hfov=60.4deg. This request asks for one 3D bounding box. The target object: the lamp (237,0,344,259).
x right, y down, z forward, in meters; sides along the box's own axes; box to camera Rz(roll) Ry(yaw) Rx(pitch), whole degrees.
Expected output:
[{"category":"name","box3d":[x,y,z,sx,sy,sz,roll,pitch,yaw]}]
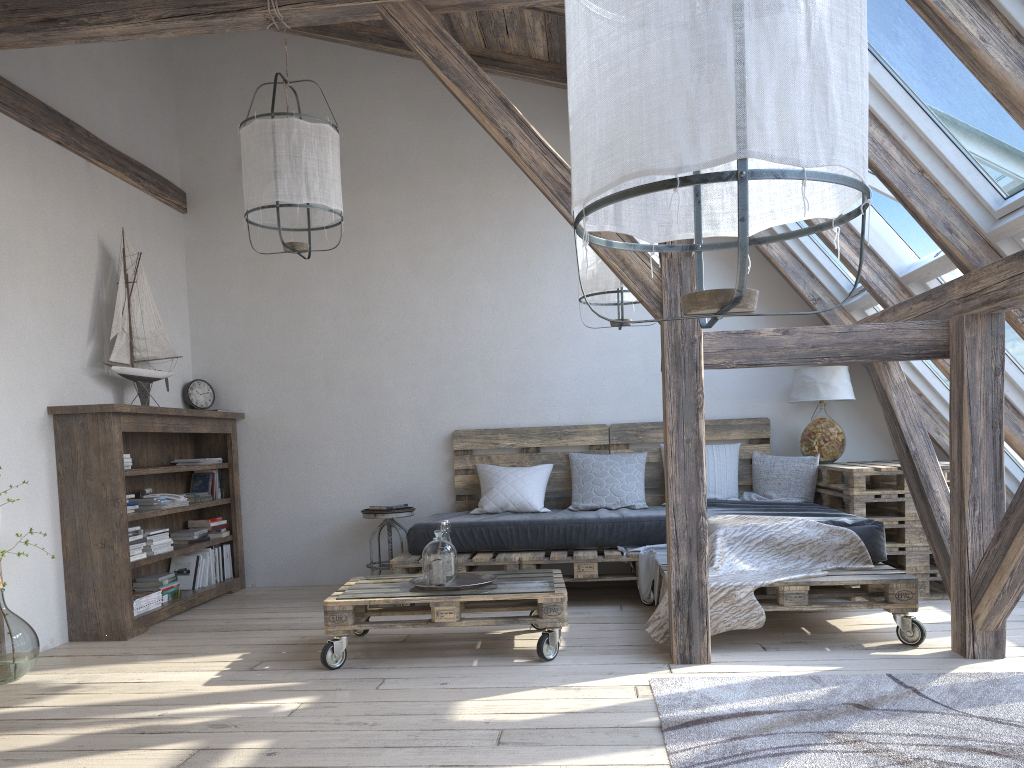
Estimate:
[{"category":"lamp","box3d":[-0.927,-1.090,3.653,0.398,1.088,0.407,-5,4,-44]}]

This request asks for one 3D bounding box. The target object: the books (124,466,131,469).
[{"category":"books","box3d":[-2.098,0.438,4.556,0.157,0.017,0.219,-2,-4,0]}]

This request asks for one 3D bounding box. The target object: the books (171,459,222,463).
[{"category":"books","box3d":[-2.002,0.488,5.592,0.205,0.009,0.258,-3,-4,11]}]

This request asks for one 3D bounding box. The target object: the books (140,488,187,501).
[{"category":"books","box3d":[-1.997,0.639,5.052,0.221,0.088,0.261,-1,-3,-15]}]

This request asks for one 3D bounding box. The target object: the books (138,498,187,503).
[{"category":"books","box3d":[-2.014,0.665,5.012,0.205,0.009,0.258,-3,-4,11]}]

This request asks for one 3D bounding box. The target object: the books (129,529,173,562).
[{"category":"books","box3d":[-2.055,0.858,4.754,0.206,0.152,0.548,-2,-3,4]}]

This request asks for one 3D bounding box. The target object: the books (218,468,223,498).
[{"category":"books","box3d":[-1.978,0.656,5.803,0.136,0.201,0.021,-2,3,5]}]

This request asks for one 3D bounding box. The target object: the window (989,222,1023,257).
[{"category":"window","box3d":[2.343,-0.046,2.913,1.096,1.282,0.852,-2,1,5]}]

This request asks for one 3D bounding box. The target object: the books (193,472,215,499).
[{"category":"books","box3d":[-1.993,0.661,5.686,0.139,0.177,0.059,-2,3,3]}]

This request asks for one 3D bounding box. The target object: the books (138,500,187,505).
[{"category":"books","box3d":[-2.020,0.674,5.001,0.205,0.009,0.257,-4,-4,21]}]

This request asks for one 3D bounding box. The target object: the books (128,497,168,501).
[{"category":"books","box3d":[-2.033,0.648,4.999,0.205,0.009,0.257,-3,-4,16]}]

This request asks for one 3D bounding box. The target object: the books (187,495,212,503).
[{"category":"books","box3d":[-2.005,0.722,5.510,0.162,0.030,0.218,-3,-4,8]}]

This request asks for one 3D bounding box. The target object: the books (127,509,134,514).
[{"category":"books","box3d":[-2.081,0.671,4.604,0.139,0.020,0.185,-2,-4,0]}]

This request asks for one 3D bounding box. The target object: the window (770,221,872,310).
[{"category":"window","box3d":[1.455,-1.081,4.756,1.096,1.282,0.852,-2,1,5]}]

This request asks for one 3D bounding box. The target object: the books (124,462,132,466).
[{"category":"books","box3d":[-2.079,0.420,4.554,0.139,0.018,0.184,-3,-4,5]}]

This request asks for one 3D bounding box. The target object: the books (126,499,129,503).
[{"category":"books","box3d":[-2.082,0.612,4.594,0.132,0.021,0.199,0,-4,-29]}]

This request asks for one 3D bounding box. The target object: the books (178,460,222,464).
[{"category":"books","box3d":[-1.991,0.499,5.626,0.204,0.009,0.258,-2,-4,-4]}]

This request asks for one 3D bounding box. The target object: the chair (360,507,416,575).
[{"category":"chair","box3d":[-0.782,1.054,5.650,0.354,0.523,0.352,-2,1,8]}]

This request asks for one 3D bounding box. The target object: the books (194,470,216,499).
[{"category":"books","box3d":[-1.996,0.654,5.711,0.139,0.192,0.050,-2,3,4]}]

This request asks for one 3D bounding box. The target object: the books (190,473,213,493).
[{"category":"books","box3d":[-1.999,0.661,5.653,0.131,0.173,0.081,-2,2,5]}]

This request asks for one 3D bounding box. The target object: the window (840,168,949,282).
[{"category":"window","box3d":[1.426,-1.140,3.837,1.350,1.282,0.852,-2,1,5]}]

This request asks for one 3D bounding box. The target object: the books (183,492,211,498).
[{"category":"books","box3d":[-2.001,0.695,5.500,0.150,0.021,0.204,-3,-4,9]}]

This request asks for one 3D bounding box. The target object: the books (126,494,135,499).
[{"category":"books","box3d":[-2.084,0.593,4.599,0.139,0.018,0.184,-3,-4,5]}]

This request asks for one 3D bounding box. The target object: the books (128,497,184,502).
[{"category":"books","box3d":[-2.027,0.657,5.004,0.205,0.009,0.258,-3,-4,11]}]

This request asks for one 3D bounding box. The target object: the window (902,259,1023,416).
[{"category":"window","box3d":[2.419,0.011,3.828,1.096,1.282,0.852,-2,1,5]}]

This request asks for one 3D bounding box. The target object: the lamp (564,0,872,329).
[{"category":"lamp","box3d":[0.255,-1.041,1.190,0.405,1.904,0.400,-5,4,-44]}]

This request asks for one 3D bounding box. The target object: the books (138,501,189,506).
[{"category":"books","box3d":[-2.003,0.684,5.033,0.205,0.009,0.258,-3,-4,6]}]

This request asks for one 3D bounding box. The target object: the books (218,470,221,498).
[{"category":"books","box3d":[-1.988,0.662,5.784,0.139,0.186,0.020,-2,3,5]}]

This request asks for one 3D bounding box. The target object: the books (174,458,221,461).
[{"category":"books","box3d":[-1.997,0.480,5.603,0.204,0.009,0.258,-2,-4,1]}]

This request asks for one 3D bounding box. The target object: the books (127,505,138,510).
[{"category":"books","box3d":[-2.082,0.652,4.598,0.157,0.017,0.219,-3,-4,5]}]

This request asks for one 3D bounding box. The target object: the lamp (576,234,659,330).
[{"category":"lamp","box3d":[0.505,-1.039,4.288,0.405,1.524,0.400,-5,4,-44]}]

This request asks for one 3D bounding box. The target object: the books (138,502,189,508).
[{"category":"books","box3d":[-2.006,0.692,5.020,0.205,0.009,0.258,-3,-4,9]}]

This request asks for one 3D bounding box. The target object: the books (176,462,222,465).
[{"category":"books","box3d":[-1.991,0.507,5.612,0.204,0.009,0.258,-2,-4,-1]}]

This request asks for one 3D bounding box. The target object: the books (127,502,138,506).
[{"category":"books","box3d":[-2.084,0.632,4.589,0.146,0.020,0.208,-4,-4,20]}]

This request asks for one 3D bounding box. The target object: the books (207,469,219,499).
[{"category":"books","box3d":[-1.989,0.653,5.764,0.135,0.202,0.021,-2,3,5]}]

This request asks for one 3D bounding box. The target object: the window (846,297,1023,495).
[{"category":"window","box3d":[2.494,0.068,4.744,1.096,1.282,0.852,-2,1,5]}]

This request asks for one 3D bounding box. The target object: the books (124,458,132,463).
[{"category":"books","box3d":[-2.099,0.400,4.552,0.157,0.021,0.219,-3,-4,5]}]

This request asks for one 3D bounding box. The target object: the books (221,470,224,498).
[{"category":"books","box3d":[-1.984,0.665,5.833,0.139,0.186,0.020,-2,3,5]}]

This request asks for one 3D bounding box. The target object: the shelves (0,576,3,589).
[{"category":"shelves","box3d":[-2.210,0.961,2.805,0.331,0.450,1.602,-2,-3,5]}]

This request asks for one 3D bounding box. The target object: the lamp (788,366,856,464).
[{"category":"lamp","box3d":[1.867,0.562,5.598,0.389,1.290,0.821,-3,1,-10]}]

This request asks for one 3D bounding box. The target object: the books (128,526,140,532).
[{"category":"books","box3d":[-2.047,0.761,4.580,0.139,0.018,0.184,-3,-4,5]}]

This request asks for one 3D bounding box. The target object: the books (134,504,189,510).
[{"category":"books","box3d":[-2.006,0.700,5.012,0.205,0.009,0.258,-3,-4,13]}]

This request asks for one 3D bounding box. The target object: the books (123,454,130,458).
[{"category":"books","box3d":[-2.107,0.377,4.551,0.157,0.021,0.219,-3,-4,5]}]

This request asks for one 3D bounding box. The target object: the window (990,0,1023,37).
[{"category":"window","box3d":[1.228,-1.252,2.011,1.096,1.282,0.852,-2,1,5]}]

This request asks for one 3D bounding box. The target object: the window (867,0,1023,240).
[{"category":"window","box3d":[1.304,-1.195,2.926,1.096,1.282,0.852,-2,1,5]}]

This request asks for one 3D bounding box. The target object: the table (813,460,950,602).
[{"category":"table","box3d":[2.152,0.811,5.083,0.675,0.703,1.015,-2,-1,5]}]

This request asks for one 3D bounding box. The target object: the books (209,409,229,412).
[{"category":"books","box3d":[-2.018,0.188,5.803,0.236,0.025,0.178,-3,-4,5]}]
